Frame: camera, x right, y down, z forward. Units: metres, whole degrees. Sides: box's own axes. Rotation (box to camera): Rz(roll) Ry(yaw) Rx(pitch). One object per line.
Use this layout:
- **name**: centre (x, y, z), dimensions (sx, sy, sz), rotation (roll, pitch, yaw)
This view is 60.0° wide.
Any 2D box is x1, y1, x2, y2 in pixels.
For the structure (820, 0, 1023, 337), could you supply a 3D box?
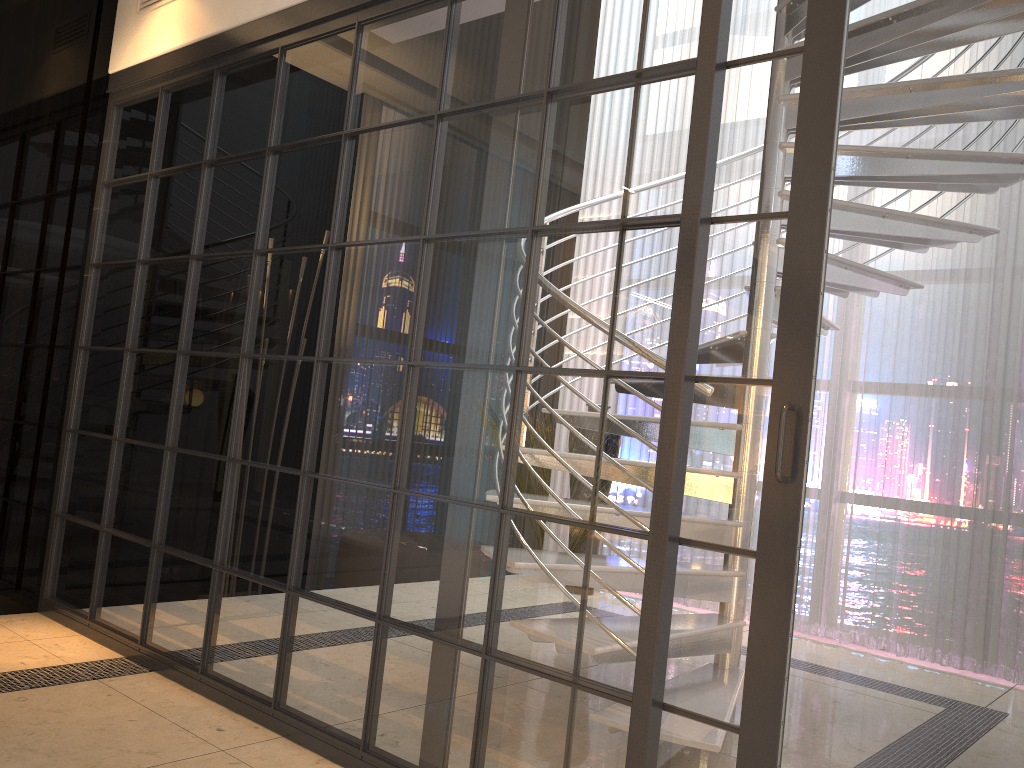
- **structure**: centre (0.394, -0.887, 3.831), dimensions (3.425, 4.134, 1.964), rotation (4, -4, 40)
